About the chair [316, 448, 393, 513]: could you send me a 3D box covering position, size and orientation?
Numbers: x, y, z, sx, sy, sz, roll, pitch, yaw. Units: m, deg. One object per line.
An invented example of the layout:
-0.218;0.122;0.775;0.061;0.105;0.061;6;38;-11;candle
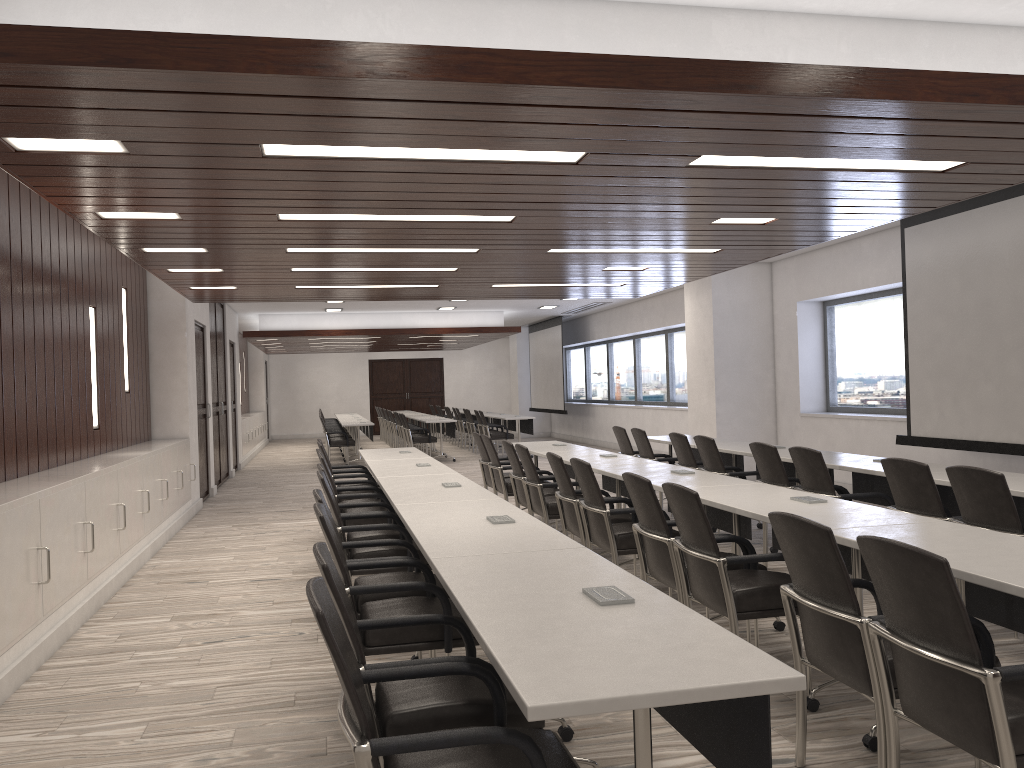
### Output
-1.226;0.971;7.088;0.638;0.939;0.513;-2;0;-13;chair

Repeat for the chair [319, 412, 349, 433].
-3.993;1.089;19.931;0.638;0.939;0.513;-2;0;-12;chair

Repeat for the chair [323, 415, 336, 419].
-4.959;1.131;24.403;0.638;0.939;0.513;-2;0;-12;chair

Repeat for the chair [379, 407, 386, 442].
-3.149;1.070;23.241;0.638;0.939;0.513;-2;0;-12;chair

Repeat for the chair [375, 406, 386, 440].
-3.482;1.084;24.723;0.638;0.939;0.513;-2;0;-13;chair

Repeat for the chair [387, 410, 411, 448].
-2.517;1.043;20.257;0.638;0.939;0.513;-2;0;-12;chair

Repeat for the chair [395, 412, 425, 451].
-2.075;1.024;18.267;0.638;0.939;0.513;-2;0;-13;chair

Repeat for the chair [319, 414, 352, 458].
-3.562;1.071;17.946;0.638;0.939;0.513;-2;0;-13;chair

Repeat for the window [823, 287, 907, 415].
4.811;-0.383;7.993;0.118;1.419;6.968;-2;0;-12;window

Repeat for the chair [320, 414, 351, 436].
-3.674;1.076;18.468;0.638;0.939;0.513;-2;0;-12;chair

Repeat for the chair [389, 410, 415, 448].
-2.404;1.038;19.752;0.638;0.939;0.513;-2;0;-12;chair

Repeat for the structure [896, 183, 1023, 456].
4.000;-0.607;6.687;0.438;2.329;3.550;-2;0;-12;structure

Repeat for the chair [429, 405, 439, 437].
-2.013;1.038;25.039;0.638;0.939;0.513;-2;0;-12;chair

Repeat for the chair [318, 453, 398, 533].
-1.102;0.966;6.583;0.638;0.939;0.513;-2;0;-12;chair

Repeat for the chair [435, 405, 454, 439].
-1.699;1.024;23.561;0.638;0.939;0.513;-2;0;-12;chair

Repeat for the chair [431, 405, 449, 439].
-1.911;1.033;24.528;0.638;0.939;0.513;-2;0;-11;chair

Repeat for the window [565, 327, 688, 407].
2.591;-0.288;18.269;0.118;1.419;10.452;-2;0;-12;window

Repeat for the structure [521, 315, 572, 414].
0.807;-0.470;21.471;0.438;2.329;3.550;-2;0;-12;structure

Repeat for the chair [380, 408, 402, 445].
-3.047;1.066;22.732;0.638;0.939;0.513;-2;0;-12;chair

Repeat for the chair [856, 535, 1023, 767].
1.341;0.878;2.457;0.638;0.939;0.513;-2;0;-12;chair

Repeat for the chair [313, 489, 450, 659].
-0.586;0.944;4.124;0.638;0.939;0.513;-2;0;-12;chair

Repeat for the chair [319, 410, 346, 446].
-4.532;1.112;22.404;0.638;0.939;0.513;-2;0;-13;chair

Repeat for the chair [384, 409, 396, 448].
-2.730;1.052;21.241;0.638;0.939;0.513;-2;0;-12;chair

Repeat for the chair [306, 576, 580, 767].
-0.154;0.925;2.131;0.638;0.939;0.513;-2;0;-12;chair

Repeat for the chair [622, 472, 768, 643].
0.906;0.897;4.437;0.638;0.939;0.513;-2;0;-12;chair

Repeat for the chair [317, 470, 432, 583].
-0.781;0.952;5.091;0.638;0.939;0.513;-2;0;-12;chair

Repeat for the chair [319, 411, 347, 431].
-4.215;1.099;20.914;0.638;0.939;0.513;-2;0;-12;chair

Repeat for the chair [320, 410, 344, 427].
-4.643;1.117;22.917;0.638;0.939;0.513;-2;0;-12;chair

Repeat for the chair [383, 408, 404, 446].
-2.831;1.056;21.756;0.638;0.939;0.513;-2;0;-12;chair

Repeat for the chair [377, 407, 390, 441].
-3.357;1.079;24.220;0.638;0.939;0.513;-2;0;-12;chair

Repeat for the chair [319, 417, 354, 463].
-3.352;1.062;16.966;0.638;0.939;0.513;-2;0;-13;chair

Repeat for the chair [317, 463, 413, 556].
-0.893;0.957;5.610;0.638;0.939;0.513;-2;0;-13;chair

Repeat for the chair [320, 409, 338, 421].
-4.845;1.126;23.891;0.638;0.939;0.513;-2;0;-12;chair

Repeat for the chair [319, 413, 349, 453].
-3.890;1.085;19.422;0.638;0.939;0.513;-2;0;-12;chair

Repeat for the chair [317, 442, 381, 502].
-1.432;0.980;8.068;0.638;0.939;0.513;-2;0;-13;chair

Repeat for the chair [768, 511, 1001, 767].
1.231;0.883;2.961;0.638;0.939;0.513;-2;0;-12;chair

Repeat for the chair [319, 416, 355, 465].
-3.234;1.057;16.457;0.638;0.939;0.513;-2;0;-11;chair

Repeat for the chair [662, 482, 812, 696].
1.025;0.892;3.930;0.638;0.939;0.513;-2;0;-12;chair

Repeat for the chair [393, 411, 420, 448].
-2.184;1.029;18.775;0.638;0.939;0.513;-2;0;-12;chair

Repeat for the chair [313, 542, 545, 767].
-0.253;0.930;2.645;0.638;0.939;0.513;-2;0;-13;chair

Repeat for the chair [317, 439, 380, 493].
-1.545;0.985;8.586;0.638;0.939;0.513;-2;0;-13;chair

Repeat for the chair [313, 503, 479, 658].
-0.466;0.939;3.603;0.638;0.939;0.513;-2;0;-12;chair

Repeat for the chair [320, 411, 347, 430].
-4.310;1.103;21.430;0.638;0.939;0.513;-2;0;-13;chair
